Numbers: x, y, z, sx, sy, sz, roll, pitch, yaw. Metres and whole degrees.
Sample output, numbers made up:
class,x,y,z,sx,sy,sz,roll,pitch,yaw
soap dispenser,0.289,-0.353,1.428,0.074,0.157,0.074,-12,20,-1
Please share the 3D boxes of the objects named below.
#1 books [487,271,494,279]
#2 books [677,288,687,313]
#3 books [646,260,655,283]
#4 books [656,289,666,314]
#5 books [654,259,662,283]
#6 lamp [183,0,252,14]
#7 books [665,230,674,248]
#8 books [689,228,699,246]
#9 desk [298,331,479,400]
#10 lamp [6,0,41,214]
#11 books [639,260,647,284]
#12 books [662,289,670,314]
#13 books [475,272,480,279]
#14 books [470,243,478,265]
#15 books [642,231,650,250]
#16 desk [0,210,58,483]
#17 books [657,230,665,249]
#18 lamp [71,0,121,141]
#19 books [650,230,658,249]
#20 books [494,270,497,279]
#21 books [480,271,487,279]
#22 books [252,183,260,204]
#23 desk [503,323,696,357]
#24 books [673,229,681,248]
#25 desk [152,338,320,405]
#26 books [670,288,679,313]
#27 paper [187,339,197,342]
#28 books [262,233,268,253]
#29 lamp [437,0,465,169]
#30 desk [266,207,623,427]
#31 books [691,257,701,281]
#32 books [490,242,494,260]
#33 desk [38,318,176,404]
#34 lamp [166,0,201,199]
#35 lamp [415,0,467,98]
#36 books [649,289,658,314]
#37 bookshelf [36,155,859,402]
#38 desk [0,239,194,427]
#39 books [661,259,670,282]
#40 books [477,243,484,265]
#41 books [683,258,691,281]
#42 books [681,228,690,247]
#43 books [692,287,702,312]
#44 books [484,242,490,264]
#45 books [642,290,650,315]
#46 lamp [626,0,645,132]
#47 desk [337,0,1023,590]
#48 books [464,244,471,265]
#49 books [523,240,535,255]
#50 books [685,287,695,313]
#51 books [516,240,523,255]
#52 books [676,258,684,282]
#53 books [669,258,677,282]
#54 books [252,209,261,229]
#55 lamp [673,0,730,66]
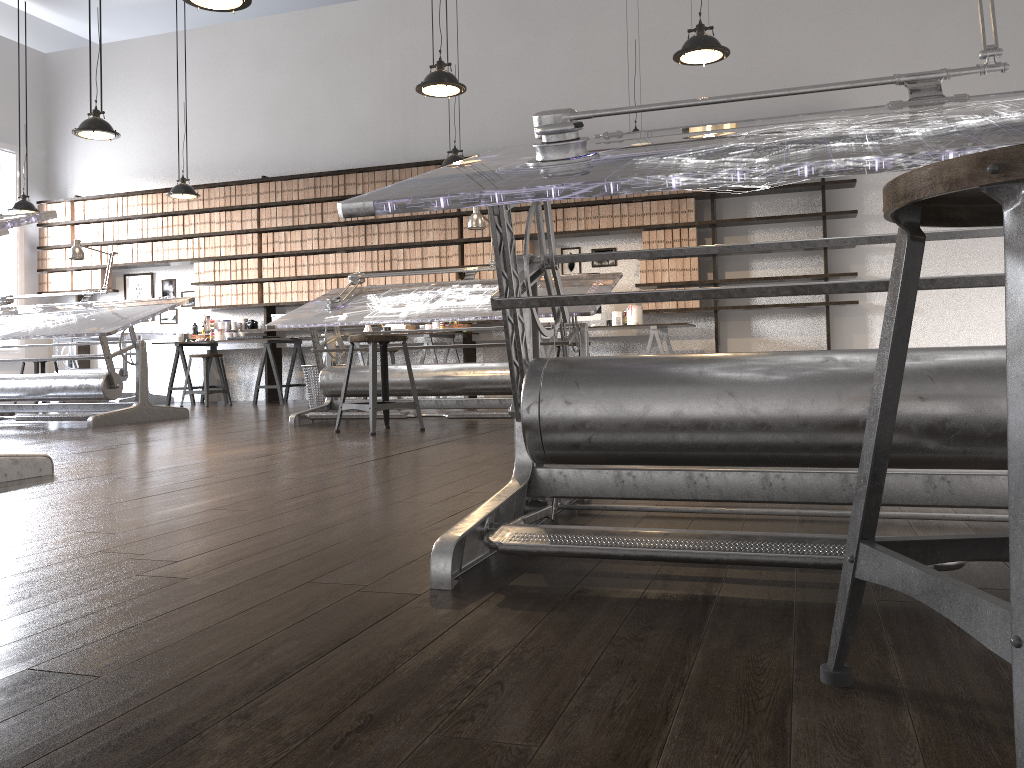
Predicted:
class,x,y,z,sx,sy,sz,roll,pitch,yaw
books,-0.192,-1.029,8.896,0.066,0.226,0.174,-2,-1,18
books,1.597,-0.782,8.306,0.066,0.226,0.174,-2,-1,18
books,1.325,-1.055,8.401,0.066,0.226,0.174,-2,-1,18
books,1.408,-0.779,8.368,0.066,0.226,0.174,-2,-1,18
books,1.392,-1.056,8.381,0.066,0.226,0.174,-2,-1,18
lamp,-1.356,-2.844,4.003,0.310,2.269,0.312,-3,-2,43
books,1.490,-1.333,8.354,0.066,0.226,0.174,-2,-1,18
books,1.702,-1.337,8.281,0.066,0.226,0.174,-2,-1,18
desk,-1.215,-0.151,8.815,1.667,0.670,0.655,-1,0,18
lamp,-5.006,-2.878,9.061,0.311,2.256,0.312,-1,-2,-2
books,1.257,-1.054,8.419,0.067,0.226,0.174,-2,-1,18
books,1.467,-0.780,8.347,0.066,0.226,0.174,-2,-1,18
books,-0.331,-1.026,8.940,0.067,0.226,0.174,-2,-1,18
books,-0.357,-1.301,8.959,0.066,0.226,0.174,-2,-1,18
books,1.287,-1.330,8.420,0.066,0.226,0.174,-2,-1,18
desk,-2.616,-0.341,3.010,2.067,1.388,1.076,-1,0,18
books,1.421,-1.332,8.372,0.066,0.226,0.174,-2,-1,18
lamp,-2.932,-2.863,6.219,0.310,2.256,0.312,-3,-2,39
books,1.355,-1.331,8.398,0.066,0.226,0.174,-2,-1,18
books,-0.123,-1.030,8.877,0.066,0.226,0.174,-2,-1,18
books,-0.258,-1.028,8.922,0.066,0.226,0.174,-2,-1,18
books,-2.785,-2.083,9.767,0.066,0.226,0.174,-2,-1,18
desk,0.818,-0.186,8.148,1.667,0.670,0.655,-1,0,18
books,1.559,-1.334,8.325,0.067,0.226,0.174,-2,-1,18
desk,-2.891,-0.121,9.366,1.667,0.670,0.655,-1,0,18
books,1.529,-0.781,8.324,0.067,0.226,0.174,-2,-1,18
paper,-3.425,-0.465,9.502,0.155,0.038,0.137,-1,1,3
books,-2.666,-1.532,9.724,0.066,0.226,0.174,-2,-1,18
lamp,-0.510,-2.957,7.589,0.310,2.256,0.312,-3,-2,43
desk,-0.374,-0.460,5.627,2.067,1.388,1.076,-1,0,18
books,1.716,-1.062,8.272,0.066,0.226,0.174,-2,-1,18
books,-0.162,-1.305,8.894,0.066,0.226,0.174,-2,-1,18
desk,-4.458,-0.312,9.853,1.268,1.099,1.071,-1,0,18
lamp,-3.155,-2.911,8.458,0.311,2.256,0.312,-1,-2,-2
lamp,-0.459,-2.906,5.407,0.310,2.256,0.312,-3,-2,43
books,1.343,-0.778,8.384,0.067,0.226,0.174,-2,-1,18
bookshelf,-1.256,-0.714,9.331,9.172,3.212,0.373,-1,-1,18
desk,-3.558,-0.404,6.673,2.278,1.388,1.076,-1,0,18
books,1.457,-1.057,8.355,0.066,0.226,0.174,-2,-1,18
books,-0.291,-1.302,8.933,0.067,0.226,0.174,-2,-1,18
books,1.649,-1.061,8.293,0.066,0.226,0.174,-2,-1,18
books,1.631,-1.336,8.307,0.066,0.226,0.174,-2,-1,18
books,1.724,-0.784,8.259,0.067,0.226,0.174,-2,-1,18
books,-0.222,-1.303,8.912,0.066,0.226,0.174,-2,-1,18
books,1.280,-0.777,8.411,0.066,0.226,0.174,-2,-1,18
lamp,0.965,-2.983,7.105,0.310,2.256,0.312,-3,-2,43
desk,0.852,-0.396,1.648,2.067,1.388,1.076,-1,0,18
books,-0.423,-1.300,8.982,0.066,0.226,0.174,-2,-1,18
books,0.168,-1.310,8.788,0.066,0.226,0.174,-2,-1,18
books,1.664,-0.784,8.286,0.066,0.226,0.174,-2,-1,18
books,0.099,-1.309,8.805,0.066,0.226,0.174,-2,-1,18
books,1.588,-1.060,8.309,0.067,0.226,0.174,-2,-1,18
books,1.525,-1.058,8.330,0.066,0.226,0.174,-2,-1,18
books,-2.785,-1.805,9.763,0.067,0.226,0.174,-2,-1,18
lamp,1.017,-2.932,4.922,0.311,2.256,0.312,-1,-2,-2
